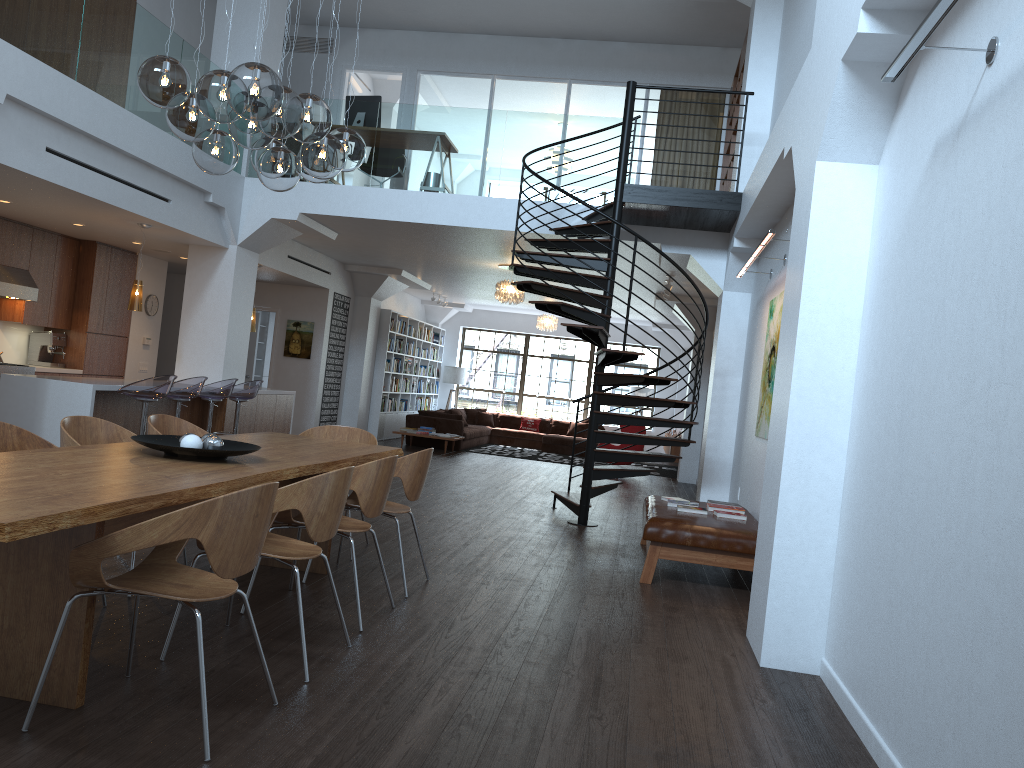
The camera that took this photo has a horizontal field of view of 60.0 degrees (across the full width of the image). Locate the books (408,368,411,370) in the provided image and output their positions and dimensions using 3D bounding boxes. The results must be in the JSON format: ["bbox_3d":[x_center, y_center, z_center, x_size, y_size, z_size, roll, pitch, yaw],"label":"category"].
[{"bbox_3d":[-2.184,-0.308,18.035,0.180,0.042,0.259,6,0,8],"label":"books"}]

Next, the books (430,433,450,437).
[{"bbox_3d":[-1.257,0.885,15.442,0.231,0.040,0.342,7,0,-42],"label":"books"}]

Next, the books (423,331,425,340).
[{"bbox_3d":[-1.937,-1.035,18.824,0.144,0.207,0.048,6,0,8],"label":"books"}]

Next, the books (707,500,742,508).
[{"bbox_3d":[1.768,1.009,7.382,0.254,0.044,0.183,6,0,3],"label":"books"}]

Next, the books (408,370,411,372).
[{"bbox_3d":[-2.164,-0.265,18.035,0.160,0.039,0.251,6,0,13],"label":"books"}]

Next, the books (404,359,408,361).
[{"bbox_3d":[-2.185,-0.488,17.654,0.174,0.045,0.240,6,0,8],"label":"books"}]

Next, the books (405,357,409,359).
[{"bbox_3d":[-2.176,-0.524,17.631,0.223,0.027,0.161,6,0,18],"label":"books"}]

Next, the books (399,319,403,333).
[{"bbox_3d":[-2.218,-1.115,16.995,0.197,0.290,0.136,6,0,8],"label":"books"}]

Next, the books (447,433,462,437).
[{"bbox_3d":[-1.055,0.910,15.759,0.256,0.035,0.350,6,0,34],"label":"books"}]

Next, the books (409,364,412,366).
[{"bbox_3d":[-2.151,-0.391,18.042,0.183,0.042,0.253,6,0,8],"label":"books"}]

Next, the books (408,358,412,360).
[{"bbox_3d":[-2.128,-0.514,18.059,0.129,0.043,0.185,6,0,23],"label":"books"}]

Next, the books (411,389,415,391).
[{"bbox_3d":[-2.159,0.115,18.485,0.251,0.037,0.160,6,0,13],"label":"books"}]

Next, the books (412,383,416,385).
[{"bbox_3d":[-2.139,-0.005,18.487,0.253,0.040,0.183,6,0,8],"label":"books"}]

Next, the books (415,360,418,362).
[{"bbox_3d":[-2.082,-0.492,18.393,0.224,0.030,0.161,6,0,18],"label":"books"}]

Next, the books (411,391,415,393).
[{"bbox_3d":[-2.161,0.153,18.482,0.246,0.038,0.171,6,0,8],"label":"books"}]

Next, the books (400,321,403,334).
[{"bbox_3d":[-2.196,-1.092,17.063,0.159,0.248,0.089,6,0,8],"label":"books"}]

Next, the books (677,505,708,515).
[{"bbox_3d":[1.383,0.965,6.808,0.224,0.032,0.161,6,0,8],"label":"books"}]

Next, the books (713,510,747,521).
[{"bbox_3d":[1.656,0.997,6.741,0.224,0.036,0.161,6,0,3],"label":"books"}]

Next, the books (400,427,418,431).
[{"bbox_3d":[-1.843,0.817,15.886,0.241,0.045,0.334,6,0,10],"label":"books"}]

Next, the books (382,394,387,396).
[{"bbox_3d":[-2.440,0.197,16.412,0.223,0.027,0.161,6,0,18],"label":"books"}]

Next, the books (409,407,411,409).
[{"bbox_3d":[-2.238,0.481,18.456,0.284,0.033,0.197,6,0,-7],"label":"books"}]

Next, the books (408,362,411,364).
[{"bbox_3d":[-2.153,-0.427,18.049,0.161,0.033,0.223,6,0,8],"label":"books"}]

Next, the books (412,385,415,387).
[{"bbox_3d":[-2.138,0.036,18.494,0.231,0.044,0.168,6,0,3],"label":"books"}]

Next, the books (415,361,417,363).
[{"bbox_3d":[-2.086,-0.463,18.385,0.223,0.031,0.161,6,0,8],"label":"books"}]

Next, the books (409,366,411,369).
[{"bbox_3d":[-2.163,-0.350,18.047,0.168,0.045,0.231,6,0,3],"label":"books"}]

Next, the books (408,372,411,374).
[{"bbox_3d":[-2.165,-0.226,18.037,0.171,0.039,0.246,6,0,8],"label":"books"}]

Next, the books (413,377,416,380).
[{"bbox_3d":[-2.109,-0.122,18.478,0.185,0.041,0.129,6,0,23],"label":"books"}]

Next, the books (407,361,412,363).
[{"bbox_3d":[-2.161,-0.457,18.075,0.223,0.027,0.161,6,0,-2],"label":"books"}]

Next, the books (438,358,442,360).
[{"bbox_3d":[-1.790,-0.587,20.399,0.284,0.033,0.197,6,0,23],"label":"books"}]

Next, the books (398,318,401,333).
[{"bbox_3d":[-2.223,-1.117,16.932,0.176,0.293,0.125,6,0,8],"label":"books"}]

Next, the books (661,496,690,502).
[{"bbox_3d":[1.362,0.970,7.402,0.161,0.031,0.223,6,0,-14],"label":"books"}]

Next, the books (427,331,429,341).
[{"bbox_3d":[-1.900,-1.042,19.169,0.168,0.231,0.037,6,0,8],"label":"books"}]

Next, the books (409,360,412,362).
[{"bbox_3d":[-2.138,-0.481,18.063,0.144,0.024,0.208,6,0,13],"label":"books"}]

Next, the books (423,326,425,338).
[{"bbox_3d":[-1.933,-1.081,18.777,0.140,0.298,0.044,6,0,8],"label":"books"}]

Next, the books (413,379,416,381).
[{"bbox_3d":[-2.108,-0.090,18.484,0.208,0.024,0.144,6,0,13],"label":"books"}]

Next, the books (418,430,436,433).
[{"bbox_3d":[-1.523,0.858,15.898,0.312,0.037,0.216,6,0,-2],"label":"books"}]

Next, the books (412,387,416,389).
[{"bbox_3d":[-2.155,0.077,18.510,0.259,0.040,0.180,6,0,8],"label":"books"}]

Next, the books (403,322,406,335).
[{"bbox_3d":[-2.166,-1.091,17.283,0.182,0.255,0.077,6,0,8],"label":"books"}]

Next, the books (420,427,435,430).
[{"bbox_3d":[-1.515,0.791,15.900,0.224,0.027,0.157,6,0,13],"label":"books"}]

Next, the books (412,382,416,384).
[{"bbox_3d":[-2.128,-0.038,18.493,0.223,0.032,0.161,6,0,8],"label":"books"}]

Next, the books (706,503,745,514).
[{"bbox_3d":[1.703,0.999,7.069,0.283,0.043,0.197,6,0,8],"label":"books"}]

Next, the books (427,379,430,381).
[{"bbox_3d":[-1.945,-0.097,19.598,0.224,0.030,0.161,6,0,18],"label":"books"}]

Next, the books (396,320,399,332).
[{"bbox_3d":[-2.244,-1.100,16.792,0.170,0.251,0.118,6,0,8],"label":"books"}]

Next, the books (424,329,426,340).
[{"bbox_3d":[-1.934,-1.054,18.915,0.171,0.246,0.057,6,0,8],"label":"books"}]

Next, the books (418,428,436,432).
[{"bbox_3d":[-1.523,0.821,15.903,0.279,0.035,0.191,6,0,18],"label":"books"}]

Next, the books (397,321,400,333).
[{"bbox_3d":[-2.233,-1.094,16.845,0.174,0.242,0.105,6,0,8],"label":"books"}]

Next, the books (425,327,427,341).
[{"bbox_3d":[-1.922,-1.075,18.997,0.176,0.290,0.053,6,0,8],"label":"books"}]

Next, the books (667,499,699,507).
[{"bbox_3d":[1.365,0.963,7.079,0.247,0.040,0.185,6,0,12],"label":"books"}]

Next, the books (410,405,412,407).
[{"bbox_3d":[-2.238,0.448,18.460,0.254,0.032,0.174,6,0,13],"label":"books"}]

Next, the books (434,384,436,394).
[{"bbox_3d":[-1.838,0.098,20.319,0.172,0.235,0.112,6,0,8],"label":"books"}]

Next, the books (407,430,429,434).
[{"bbox_3d":[-1.651,0.842,15.511,0.236,0.035,0.340,6,0,33],"label":"books"}]
